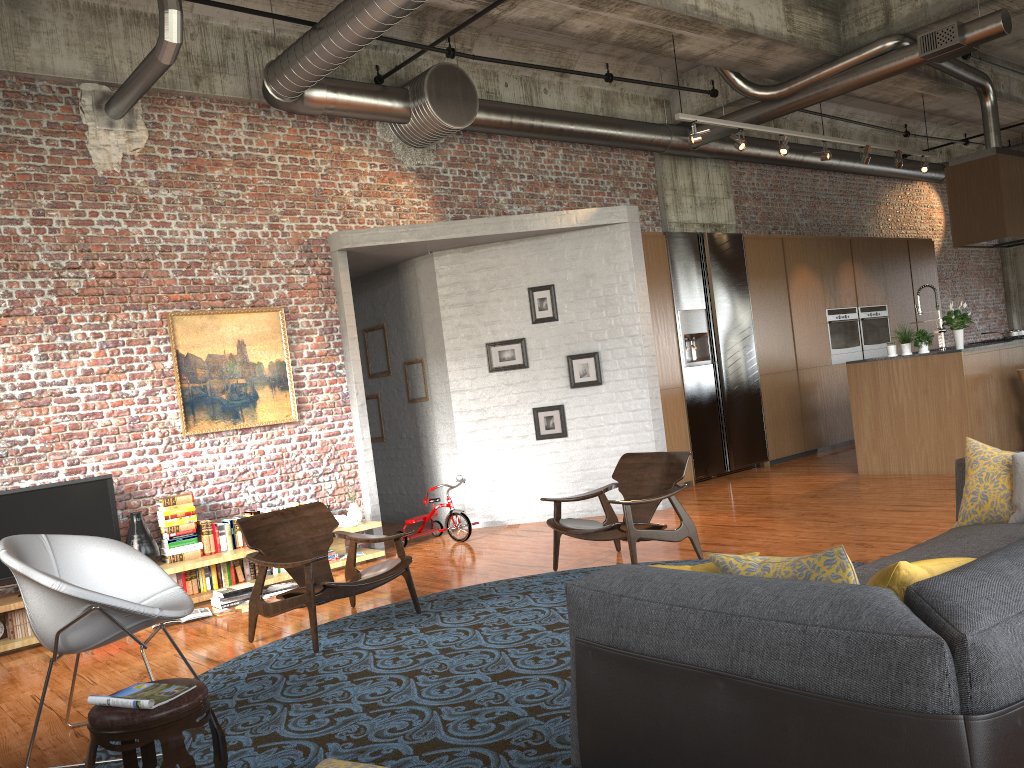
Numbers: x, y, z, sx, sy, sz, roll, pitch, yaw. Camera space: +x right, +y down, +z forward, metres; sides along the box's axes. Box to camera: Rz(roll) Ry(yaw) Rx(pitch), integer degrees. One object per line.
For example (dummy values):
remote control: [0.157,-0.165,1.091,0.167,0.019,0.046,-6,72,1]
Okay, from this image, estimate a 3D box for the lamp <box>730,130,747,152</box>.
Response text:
lamp: [2.395,-2.547,9.329,0.102,0.228,0.199,-8,1,-30]

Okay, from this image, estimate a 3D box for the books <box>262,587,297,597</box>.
books: [-1.916,1.684,7.241,0.306,0.017,0.232,-7,0,-41]

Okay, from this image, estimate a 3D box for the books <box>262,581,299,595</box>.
books: [-1.921,1.669,7.249,0.310,0.014,0.251,-7,0,-33]

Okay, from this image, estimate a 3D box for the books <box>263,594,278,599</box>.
books: [-1.909,1.701,7.244,0.312,0.017,0.232,-7,0,-25]

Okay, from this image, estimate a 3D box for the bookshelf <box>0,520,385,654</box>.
bookshelf: [-2.829,1.649,7.179,3.836,0.359,0.549,-7,0,-39]

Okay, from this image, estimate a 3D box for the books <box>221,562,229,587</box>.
books: [-2.431,1.592,7.430,0.039,0.208,0.151,-8,2,-40]

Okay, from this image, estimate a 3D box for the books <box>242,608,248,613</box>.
books: [-2.000,1.705,6.777,0.128,0.030,0.182,-7,0,-18]

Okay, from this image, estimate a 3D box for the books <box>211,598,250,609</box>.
books: [-2.202,1.726,7.070,0.319,0.040,0.237,-7,0,-38]

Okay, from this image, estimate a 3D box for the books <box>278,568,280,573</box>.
books: [-2.073,1.567,7.750,0.020,0.168,0.122,-8,2,-40]

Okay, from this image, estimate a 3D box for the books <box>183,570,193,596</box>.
books: [-2.665,1.621,7.240,0.039,0.208,0.151,-8,2,-40]

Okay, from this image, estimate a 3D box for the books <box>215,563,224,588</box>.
books: [-2.480,1.590,7.416,0.052,0.225,0.157,-8,2,-40]

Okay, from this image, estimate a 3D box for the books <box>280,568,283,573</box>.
books: [-2.062,1.559,7.777,0.034,0.181,0.132,-8,2,-40]

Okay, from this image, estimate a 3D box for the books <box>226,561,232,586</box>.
books: [-2.409,1.584,7.457,0.030,0.220,0.159,-8,2,-40]

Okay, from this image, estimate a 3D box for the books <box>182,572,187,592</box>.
books: [-2.691,1.631,7.224,0.023,0.194,0.140,-8,2,-40]

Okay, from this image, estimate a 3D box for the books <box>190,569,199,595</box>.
books: [-2.633,1.614,7.270,0.049,0.214,0.148,-8,2,-40]

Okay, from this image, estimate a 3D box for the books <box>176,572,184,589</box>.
books: [-2.722,1.606,7.201,0.046,0.252,0.153,-8,2,-40]

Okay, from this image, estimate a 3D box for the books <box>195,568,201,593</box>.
books: [-2.606,1.609,7.294,0.022,0.217,0.139,-8,2,-40]

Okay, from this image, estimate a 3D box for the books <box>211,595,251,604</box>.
books: [-2.209,1.692,7.056,0.299,0.028,0.237,-7,0,-42]

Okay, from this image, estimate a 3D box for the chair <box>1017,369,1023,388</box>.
chair: [5.470,0.312,9.109,0.410,0.963,0.410,-6,2,29]

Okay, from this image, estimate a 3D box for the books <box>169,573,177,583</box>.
books: [-2.764,1.613,7.170,0.057,0.247,0.172,-8,2,-40]

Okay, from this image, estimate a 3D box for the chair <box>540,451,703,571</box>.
chair: [0.829,0.970,6.661,1.041,0.794,0.876,-7,1,-39]

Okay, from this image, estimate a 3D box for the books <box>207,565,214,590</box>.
books: [-2.535,1.599,7.372,0.030,0.220,0.159,-8,2,-40]

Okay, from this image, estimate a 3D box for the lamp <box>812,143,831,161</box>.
lamp: [3.637,-2.700,10.346,0.101,0.211,0.261,-8,1,-45]

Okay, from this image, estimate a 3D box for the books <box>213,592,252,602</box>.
books: [-2.182,1.661,7.035,0.319,0.028,0.262,-7,0,-30]

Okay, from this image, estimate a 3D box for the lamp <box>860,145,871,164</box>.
lamp: [4.323,-2.787,10.847,0.102,0.251,0.165,-7,1,-15]

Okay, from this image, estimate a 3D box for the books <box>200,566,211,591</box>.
books: [-2.550,1.611,7.343,0.032,0.200,0.146,-8,2,-40]

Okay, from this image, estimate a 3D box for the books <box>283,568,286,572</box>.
books: [-2.022,1.552,7.789,0.043,0.186,0.129,-8,2,-40]

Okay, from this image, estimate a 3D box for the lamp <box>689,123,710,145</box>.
lamp: [1.836,-2.481,8.796,0.260,0.211,0.102,-7,1,-9]

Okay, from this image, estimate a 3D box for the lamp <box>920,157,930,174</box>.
lamp: [5.544,-2.930,11.901,0.225,0.215,0.102,-8,1,-43]

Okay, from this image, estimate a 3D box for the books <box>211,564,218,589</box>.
books: [-2.500,1.595,7.376,0.030,0.220,0.159,-8,2,-40]

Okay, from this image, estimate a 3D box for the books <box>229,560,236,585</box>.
books: [-2.381,1.580,7.468,0.030,0.220,0.159,-8,2,-40]

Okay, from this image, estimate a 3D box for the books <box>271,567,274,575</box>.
books: [-2.119,1.572,7.711,0.020,0.168,0.122,-8,2,-40]

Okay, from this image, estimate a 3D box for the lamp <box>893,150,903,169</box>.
lamp: [4.953,-2.864,11.374,0.102,0.251,0.165,-7,1,5]

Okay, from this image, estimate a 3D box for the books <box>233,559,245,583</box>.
books: [-2.347,1.560,7.509,0.088,0.256,0.153,-8,2,-40]

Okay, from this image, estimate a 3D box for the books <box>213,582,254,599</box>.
books: [-2.178,1.630,7.007,0.296,0.035,0.236,-7,0,-38]

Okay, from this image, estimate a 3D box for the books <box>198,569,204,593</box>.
books: [-2.583,1.618,7.303,0.023,0.194,0.140,-8,2,-40]

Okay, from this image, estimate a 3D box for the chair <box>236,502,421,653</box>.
chair: [-1.219,1.222,5.854,1.045,0.794,0.873,-7,1,40]

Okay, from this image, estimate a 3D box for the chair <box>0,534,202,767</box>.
chair: [-1.942,1.185,4.243,0.806,1.031,1.057,-7,1,0]

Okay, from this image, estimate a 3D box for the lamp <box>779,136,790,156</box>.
lamp: [3.006,-2.624,9.795,0.182,0.241,0.102,-8,2,-44]

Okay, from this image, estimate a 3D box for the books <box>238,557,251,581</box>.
books: [-2.295,1.570,7.578,0.049,0.215,0.149,-8,2,-40]

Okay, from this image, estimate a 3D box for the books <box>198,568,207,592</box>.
books: [-2.566,1.616,7.320,0.023,0.194,0.140,-8,2,-40]
